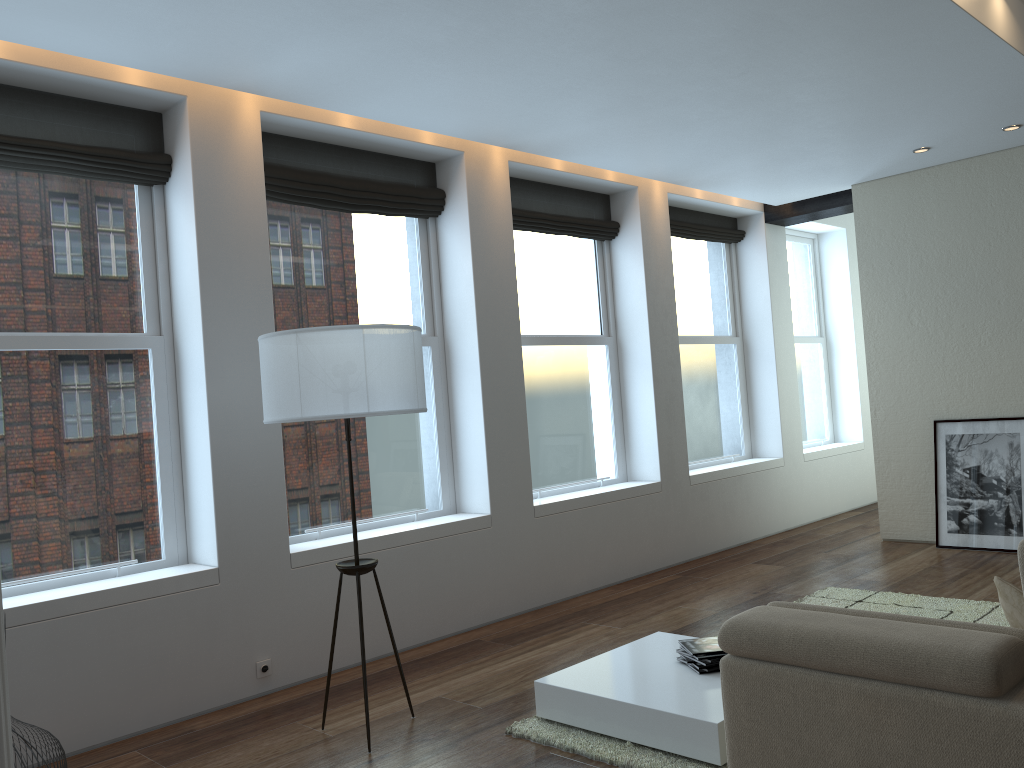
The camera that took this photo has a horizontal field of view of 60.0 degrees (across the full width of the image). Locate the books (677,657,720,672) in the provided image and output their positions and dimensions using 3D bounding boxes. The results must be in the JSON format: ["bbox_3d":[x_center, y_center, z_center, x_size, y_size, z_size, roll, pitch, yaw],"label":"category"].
[{"bbox_3d":[0.902,1.188,3.845,0.300,0.010,0.220,-4,-1,-25],"label":"books"}]

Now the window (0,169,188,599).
[{"bbox_3d":[-2.263,-0.173,4.088,1.432,2.400,0.123,-3,-2,-45],"label":"window"}]

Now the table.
[{"bbox_3d":[0.733,1.299,3.767,0.900,0.170,0.900,-3,-2,-45],"label":"table"}]

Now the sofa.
[{"bbox_3d":[1.859,0.805,2.038,1.021,0.950,2.581,-3,-2,-45],"label":"sofa"}]

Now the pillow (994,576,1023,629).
[{"bbox_3d":[1.588,0.712,2.302,0.368,0.416,0.519,-3,-2,-41],"label":"pillow"}]

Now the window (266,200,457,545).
[{"bbox_3d":[-0.968,-0.239,5.388,1.442,2.400,0.123,-3,-2,-45],"label":"window"}]

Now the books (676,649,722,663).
[{"bbox_3d":[0.899,1.150,3.846,0.300,0.010,0.220,-3,-1,-30],"label":"books"}]

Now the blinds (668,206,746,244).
[{"bbox_3d":[1.639,-1.445,8.021,1.563,0.275,0.156,-3,-2,-45],"label":"blinds"}]

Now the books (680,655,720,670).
[{"bbox_3d":[0.905,1.178,3.820,0.300,0.010,0.220,-4,-1,-10],"label":"books"}]

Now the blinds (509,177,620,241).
[{"bbox_3d":[0.301,-1.322,6.672,1.442,0.393,0.156,-3,-2,-45],"label":"blinds"}]

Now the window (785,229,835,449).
[{"bbox_3d":[2.991,-0.443,9.362,1.373,2.400,0.123,-3,-2,-45],"label":"window"}]

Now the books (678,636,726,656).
[{"bbox_3d":[0.897,1.130,3.846,0.300,0.010,0.220,-4,-1,-5],"label":"books"}]

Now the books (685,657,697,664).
[{"bbox_3d":[0.900,1.169,3.846,0.300,0.010,0.220,-4,-1,5],"label":"books"}]

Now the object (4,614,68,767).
[{"bbox_3d":[-1.821,1.186,3.098,0.458,0.781,0.458,-5,-2,44],"label":"object"}]

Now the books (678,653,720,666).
[{"bbox_3d":[0.904,1.158,3.821,0.300,0.010,0.220,-4,-1,-20],"label":"books"}]

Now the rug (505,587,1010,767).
[{"bbox_3d":[2.517,1.250,3.262,2.972,0.020,4.231,-3,-2,-45],"label":"rug"}]

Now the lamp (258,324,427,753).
[{"bbox_3d":[-0.680,0.641,3.836,0.698,1.728,0.698,-4,-1,-21],"label":"lamp"}]

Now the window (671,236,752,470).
[{"bbox_3d":[1.673,-0.375,8.039,1.563,2.400,0.123,-3,-2,-45],"label":"window"}]

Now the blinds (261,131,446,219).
[{"bbox_3d":[-0.997,-1.248,5.368,1.439,0.424,0.156,-3,-2,-45],"label":"blinds"}]

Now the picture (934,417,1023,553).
[{"bbox_3d":[3.588,0.762,6.757,0.195,0.988,0.700,-3,-2,-45],"label":"picture"}]

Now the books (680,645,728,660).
[{"bbox_3d":[0.903,1.139,3.821,0.300,0.010,0.220,-4,-1,-10],"label":"books"}]

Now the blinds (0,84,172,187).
[{"bbox_3d":[-2.284,-1.189,4.056,1.431,0.395,0.183,-3,-2,-45],"label":"blinds"}]

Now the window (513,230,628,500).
[{"bbox_3d":[0.331,-0.306,6.692,1.443,2.400,0.123,-3,-2,-45],"label":"window"}]

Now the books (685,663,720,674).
[{"bbox_3d":[0.907,1.197,3.820,0.300,0.010,0.220,-4,-1,-10],"label":"books"}]
